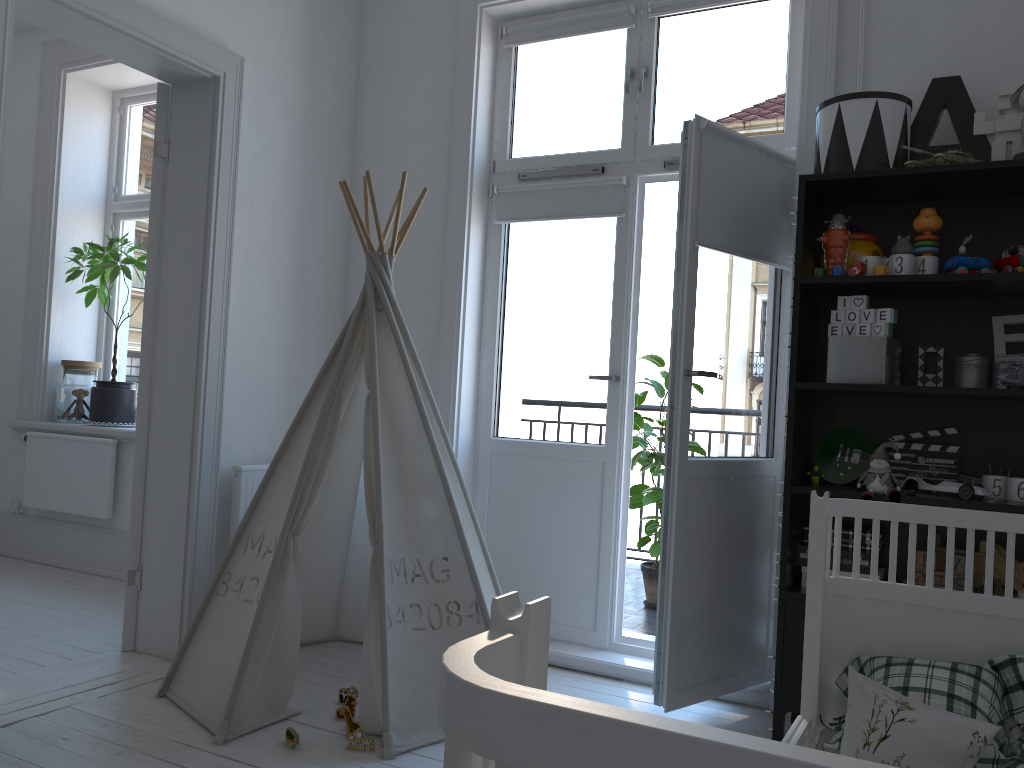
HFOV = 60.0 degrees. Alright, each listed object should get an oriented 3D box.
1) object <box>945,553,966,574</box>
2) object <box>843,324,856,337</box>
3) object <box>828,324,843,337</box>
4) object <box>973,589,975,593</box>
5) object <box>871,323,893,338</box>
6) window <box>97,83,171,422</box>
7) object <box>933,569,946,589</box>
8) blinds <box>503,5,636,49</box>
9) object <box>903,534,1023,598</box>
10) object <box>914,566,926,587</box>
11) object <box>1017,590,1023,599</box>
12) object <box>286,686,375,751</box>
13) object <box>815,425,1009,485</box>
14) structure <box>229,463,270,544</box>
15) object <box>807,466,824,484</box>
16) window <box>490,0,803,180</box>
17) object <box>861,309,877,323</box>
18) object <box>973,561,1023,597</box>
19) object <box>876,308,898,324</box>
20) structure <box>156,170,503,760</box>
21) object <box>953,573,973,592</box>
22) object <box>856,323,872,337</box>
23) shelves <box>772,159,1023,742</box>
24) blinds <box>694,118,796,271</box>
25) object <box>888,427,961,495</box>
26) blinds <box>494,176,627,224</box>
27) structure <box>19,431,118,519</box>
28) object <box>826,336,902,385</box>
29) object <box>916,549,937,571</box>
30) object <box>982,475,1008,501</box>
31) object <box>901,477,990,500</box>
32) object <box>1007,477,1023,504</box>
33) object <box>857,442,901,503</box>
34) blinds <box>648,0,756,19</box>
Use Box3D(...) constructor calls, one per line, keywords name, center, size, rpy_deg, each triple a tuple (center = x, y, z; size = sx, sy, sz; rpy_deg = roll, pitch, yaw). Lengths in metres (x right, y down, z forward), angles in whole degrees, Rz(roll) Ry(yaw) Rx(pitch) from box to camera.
Box3D(name="object", center=(1.233, 0.495, 2.451), size=(0.050, 0.050, 0.050), rpy_deg=(4, -2, -42))
Box3D(name="object", center=(0.990, -0.153, 2.586), size=(0.040, 0.040, 0.040), rpy_deg=(2, -2, 33))
Box3D(name="object", center=(0.956, -0.154, 2.607), size=(0.040, 0.040, 0.040), rpy_deg=(2, -2, 43))
Box3D(name="object", center=(1.264, 0.597, 2.479), size=(0.050, 0.050, 0.050), rpy_deg=(2, -2, 28))
Box3D(name="object", center=(1.051, -0.152, 2.519), size=(0.040, 0.040, 0.040), rpy_deg=(4, -2, -32))
Box3D(name="window", center=(-1.720, -0.704, 4.778), size=(1.357, 1.901, 0.094), rpy_deg=(2, -1, 28))
Box3D(name="object", center=(1.188, 0.543, 2.456), size=(0.050, 0.050, 0.050), rpy_deg=(2, -2, 28))
Box3D(name="blinds", center=(0.218, -1.417, 3.524), size=(0.565, 0.087, 0.032), rpy_deg=(2, -2, 28))
Box3D(name="object", center=(1.314, 0.536, 2.541), size=(0.337, 0.186, 0.111), rpy_deg=(2, -2, 43))
Box3D(name="object", center=(1.147, 0.542, 2.500), size=(0.050, 0.050, 0.050), rpy_deg=(2, -2, 28))
Box3D(name="object", center=(1.389, 0.592, 2.371), size=(0.067, 0.067, 0.067), rpy_deg=(2, -2, 42))
Box3D(name="object", center=(-0.343, 0.867, 2.748), size=(0.385, 0.283, 0.857), rpy_deg=(3, -2, 20))
Box3D(name="object", center=(1.198, 0.254, 2.683), size=(0.542, 0.239, 0.093), rpy_deg=(2, -2, 28))
Box3D(name="structure", center=(-0.873, 0.540, 3.500), size=(0.075, 0.460, 0.636), rpy_deg=(3, -2, 24))
Box3D(name="object", center=(0.935, 0.280, 2.734), size=(0.042, 0.054, 0.031), rpy_deg=(2, -2, 38))
Box3D(name="window", center=(0.484, -1.157, 3.394), size=(1.262, 0.660, 0.101), rpy_deg=(2, -1, 28))
Box3D(name="object", center=(1.029, -0.193, 2.542), size=(0.040, 0.040, 0.040), rpy_deg=(4, -2, -32))
Box3D(name="object", center=(1.488, 0.574, 2.548), size=(0.347, 0.120, 0.034), rpy_deg=(2, -1, 28))
Box3D(name="object", center=(1.062, -0.192, 2.512), size=(0.040, 0.040, 0.040), rpy_deg=(4, -2, -37))
Box3D(name="structure", center=(-0.475, 0.140, 2.953), size=(1.143, 1.749, 1.143), rpy_deg=(3, -1, 4))
Box3D(name="object", center=(1.248, 0.546, 2.455), size=(0.050, 0.050, 0.050), rpy_deg=(2, -2, 28))
Box3D(name="object", center=(1.017, -0.153, 2.550), size=(0.040, 0.040, 0.040), rpy_deg=(2, -2, 43))
Box3D(name="shelves", center=(1.271, 0.251, 2.506), size=(0.911, 1.677, 0.353), rpy_deg=(2, -1, 28))
Box3D(name="blinds", center=(0.777, -0.594, 2.870), size=(0.565, 0.390, 0.032), rpy_deg=(5, -2, -42))
Box3D(name="object", center=(1.224, 0.223, 2.642), size=(0.200, 0.199, 0.048), rpy_deg=(2, -1, 28))
Box3D(name="blinds", center=(0.180, -0.725, 3.510), size=(0.565, 0.158, 0.032), rpy_deg=(2, -1, 28))
Box3D(name="structure", center=(-2.314, 0.471, 4.581), size=(0.741, 0.418, 0.049), rpy_deg=(2, -1, 28))
Box3D(name="object", center=(1.025, -0.063, 2.586), size=(0.170, 0.138, 0.124), rpy_deg=(2, -2, 43))
Box3D(name="object", center=(1.162, 0.493, 2.486), size=(0.050, 0.050, 0.050), rpy_deg=(2, -2, 28))
Box3D(name="object", center=(1.338, 0.287, 2.453), size=(0.067, 0.067, 0.067), rpy_deg=(2, -2, 42))
Box3D(name="object", center=(1.209, 0.291, 2.477), size=(0.098, 0.048, 0.230), rpy_deg=(4, -2, -37))
Box3D(name="object", center=(1.369, 0.287, 2.384), size=(0.067, 0.067, 0.067), rpy_deg=(2, -2, 42))
Box3D(name="object", center=(1.018, 0.252, 2.448), size=(0.110, 0.186, 0.129), rpy_deg=(3, -1, 15))
Box3D(name="blinds", center=(0.768, -1.409, 3.235), size=(0.565, 0.060, 0.032), rpy_deg=(2, -2, 28))
